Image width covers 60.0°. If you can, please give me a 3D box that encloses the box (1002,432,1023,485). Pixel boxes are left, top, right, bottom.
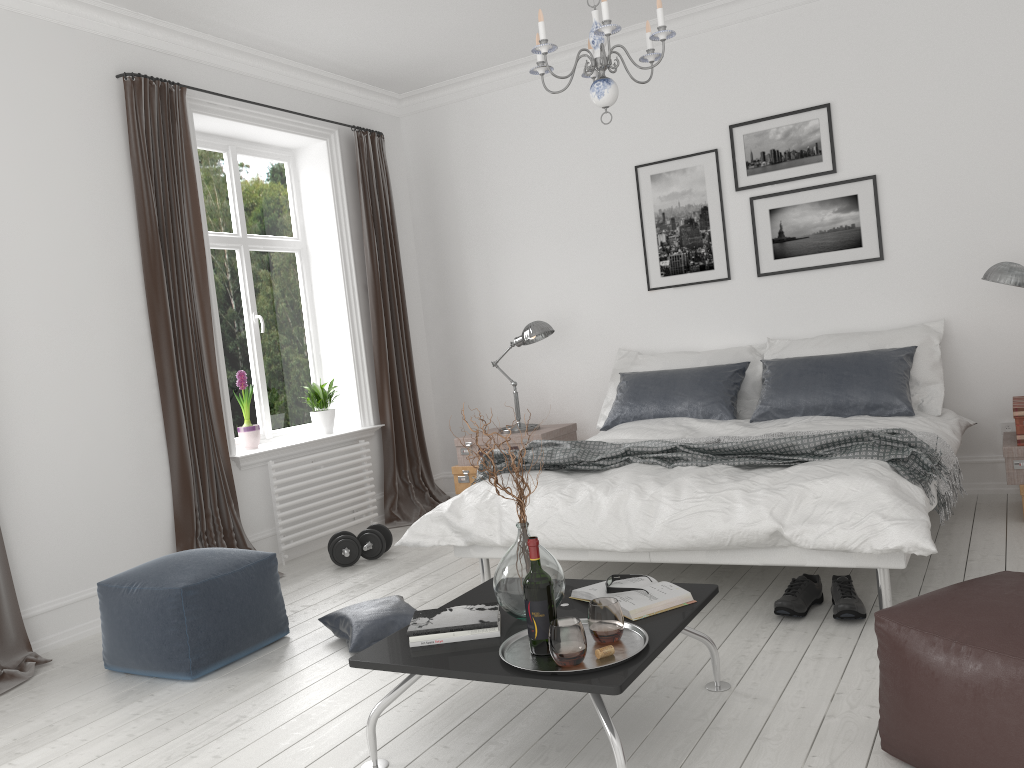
[{"bbox_3d":[2.753,0.346,4.292,0.647,0.185,0.537,-5,3,30],"label":"box"}]

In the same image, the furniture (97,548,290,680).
[{"bbox_3d":[-1.316,0.906,3.664,0.646,0.423,0.646,-5,3,31],"label":"furniture"}]

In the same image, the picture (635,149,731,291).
[{"bbox_3d":[1.078,-1.028,5.626,0.545,0.810,0.015,-5,3,30],"label":"picture"}]

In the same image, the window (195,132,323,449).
[{"bbox_3d":[-1.644,-0.576,5.619,0.120,1.956,1.112,-5,3,30],"label":"window"}]

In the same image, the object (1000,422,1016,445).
[{"bbox_3d":[2.716,0.277,4.847,0.070,0.140,0.009,-5,3,30],"label":"object"}]

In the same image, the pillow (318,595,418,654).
[{"bbox_3d":[-0.549,0.964,3.624,0.391,0.121,0.381,-8,3,-30],"label":"pillow"}]

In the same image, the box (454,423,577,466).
[{"bbox_3d":[0.030,0.401,5.835,0.647,0.185,0.537,-5,3,30],"label":"box"}]

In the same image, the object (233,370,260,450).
[{"bbox_3d":[-1.588,0.152,5.302,0.129,0.476,0.129,-7,3,-10],"label":"object"}]

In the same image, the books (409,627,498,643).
[{"bbox_3d":[-0.168,0.699,2.584,0.254,0.014,0.191,-7,3,-3],"label":"books"}]

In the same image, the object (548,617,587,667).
[{"bbox_3d":[0.139,0.648,2.226,0.095,0.106,0.095,-4,3,41],"label":"object"}]

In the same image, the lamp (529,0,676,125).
[{"bbox_3d":[0.296,-1.535,3.315,0.594,1.123,0.528,-5,3,30],"label":"lamp"}]

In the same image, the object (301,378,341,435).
[{"bbox_3d":[-1.249,0.142,5.816,0.284,0.369,0.215,-6,3,8],"label":"object"}]

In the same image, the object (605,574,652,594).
[{"bbox_3d":[0.352,0.607,2.689,0.135,0.030,0.141,-6,3,14],"label":"object"}]

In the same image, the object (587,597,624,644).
[{"bbox_3d":[0.249,0.630,2.357,0.095,0.106,0.095,-4,3,41],"label":"object"}]

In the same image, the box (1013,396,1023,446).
[{"bbox_3d":[2.783,0.159,4.260,0.647,0.185,0.537,-5,3,30],"label":"box"}]

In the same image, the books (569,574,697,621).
[{"bbox_3d":[0.358,0.636,2.692,0.231,0.040,0.342,-8,3,-28],"label":"books"}]

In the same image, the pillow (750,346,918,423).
[{"bbox_3d":[1.728,0.010,4.787,0.842,0.339,0.405,-5,3,30],"label":"pillow"}]

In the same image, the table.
[{"bbox_3d":[0.110,0.846,2.602,0.833,0.313,0.824,-5,3,30],"label":"table"}]

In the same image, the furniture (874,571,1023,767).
[{"bbox_3d":[1.246,0.685,2.093,0.646,0.423,0.646,-8,3,-26],"label":"furniture"}]

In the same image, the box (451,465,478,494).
[{"bbox_3d":[0.010,0.587,5.867,0.647,0.185,0.537,-5,3,30],"label":"box"}]

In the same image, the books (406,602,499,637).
[{"bbox_3d":[-0.168,0.686,2.591,0.257,0.012,0.207,-6,3,1],"label":"books"}]

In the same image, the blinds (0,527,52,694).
[{"bbox_3d":[-2.290,-0.115,3.372,0.318,2.680,0.769,-5,3,25],"label":"blinds"}]

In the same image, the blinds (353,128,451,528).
[{"bbox_3d":[-0.756,-0.417,6.118,0.327,2.680,0.779,-5,3,25],"label":"blinds"}]

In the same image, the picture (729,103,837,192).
[{"bbox_3d":[1.606,-1.403,5.286,0.592,0.403,0.015,-5,3,30],"label":"picture"}]

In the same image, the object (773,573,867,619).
[{"bbox_3d":[1.152,0.788,3.300,0.322,0.127,0.300,-5,3,30],"label":"object"}]

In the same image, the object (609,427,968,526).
[{"bbox_3d":[0.880,0.494,4.170,2.236,0.500,0.521,-5,3,33],"label":"object"}]

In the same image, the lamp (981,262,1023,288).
[{"bbox_3d":[2.582,-0.266,4.314,0.488,0.699,0.269,-5,3,30],"label":"lamp"}]

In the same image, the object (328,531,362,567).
[{"bbox_3d":[-0.942,0.927,4.989,0.179,0.179,0.326,-7,3,-15],"label":"object"}]

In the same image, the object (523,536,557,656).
[{"bbox_3d":[0.071,0.552,2.328,0.081,0.303,0.081,-9,4,-43],"label":"object"}]

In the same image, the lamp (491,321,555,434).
[{"bbox_3d":[0.087,-0.047,5.753,0.488,0.699,0.269,-5,3,30],"label":"lamp"}]

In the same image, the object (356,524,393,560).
[{"bbox_3d":[-0.790,0.905,5.089,0.179,0.179,0.326,-6,3,10],"label":"object"}]

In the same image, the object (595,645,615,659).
[{"bbox_3d":[0.235,0.678,2.244,0.046,0.024,0.024,-8,3,-30],"label":"object"}]

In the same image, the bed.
[{"bbox_3d":[1.010,0.353,4.396,2.217,0.926,2.473,-5,3,30],"label":"bed"}]

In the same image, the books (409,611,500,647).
[{"bbox_3d":[-0.162,0.713,2.584,0.259,0.014,0.191,-7,3,-1],"label":"books"}]

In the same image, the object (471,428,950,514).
[{"bbox_3d":[0.704,0.424,3.833,2.154,0.377,0.536,-5,3,32],"label":"object"}]

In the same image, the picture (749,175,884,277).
[{"bbox_3d":[1.787,-0.922,5.237,0.720,0.486,0.015,-5,3,30],"label":"picture"}]

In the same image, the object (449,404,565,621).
[{"bbox_3d":[-0.014,0.366,2.614,0.291,0.666,0.313,-7,3,-8],"label":"object"}]

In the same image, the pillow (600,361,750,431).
[{"bbox_3d":[0.961,0.078,5.240,0.837,0.329,0.405,-5,3,30],"label":"pillow"}]

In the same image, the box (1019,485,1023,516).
[{"bbox_3d":[2.823,0.525,4.273,0.647,0.185,0.537,-5,3,30],"label":"box"}]

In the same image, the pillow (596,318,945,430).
[{"bbox_3d":[1.454,-0.029,5.189,1.965,0.529,0.465,-5,3,29],"label":"pillow"}]

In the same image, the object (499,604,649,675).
[{"bbox_3d":[0.143,0.710,2.448,0.395,0.063,0.622,-7,3,-11],"label":"object"}]

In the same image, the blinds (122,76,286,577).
[{"bbox_3d":[-1.635,-0.247,4.627,0.294,2.681,0.582,-5,3,37],"label":"blinds"}]

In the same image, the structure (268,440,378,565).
[{"bbox_3d":[-1.168,0.736,5.498,0.114,0.670,0.887,-5,3,30],"label":"structure"}]
